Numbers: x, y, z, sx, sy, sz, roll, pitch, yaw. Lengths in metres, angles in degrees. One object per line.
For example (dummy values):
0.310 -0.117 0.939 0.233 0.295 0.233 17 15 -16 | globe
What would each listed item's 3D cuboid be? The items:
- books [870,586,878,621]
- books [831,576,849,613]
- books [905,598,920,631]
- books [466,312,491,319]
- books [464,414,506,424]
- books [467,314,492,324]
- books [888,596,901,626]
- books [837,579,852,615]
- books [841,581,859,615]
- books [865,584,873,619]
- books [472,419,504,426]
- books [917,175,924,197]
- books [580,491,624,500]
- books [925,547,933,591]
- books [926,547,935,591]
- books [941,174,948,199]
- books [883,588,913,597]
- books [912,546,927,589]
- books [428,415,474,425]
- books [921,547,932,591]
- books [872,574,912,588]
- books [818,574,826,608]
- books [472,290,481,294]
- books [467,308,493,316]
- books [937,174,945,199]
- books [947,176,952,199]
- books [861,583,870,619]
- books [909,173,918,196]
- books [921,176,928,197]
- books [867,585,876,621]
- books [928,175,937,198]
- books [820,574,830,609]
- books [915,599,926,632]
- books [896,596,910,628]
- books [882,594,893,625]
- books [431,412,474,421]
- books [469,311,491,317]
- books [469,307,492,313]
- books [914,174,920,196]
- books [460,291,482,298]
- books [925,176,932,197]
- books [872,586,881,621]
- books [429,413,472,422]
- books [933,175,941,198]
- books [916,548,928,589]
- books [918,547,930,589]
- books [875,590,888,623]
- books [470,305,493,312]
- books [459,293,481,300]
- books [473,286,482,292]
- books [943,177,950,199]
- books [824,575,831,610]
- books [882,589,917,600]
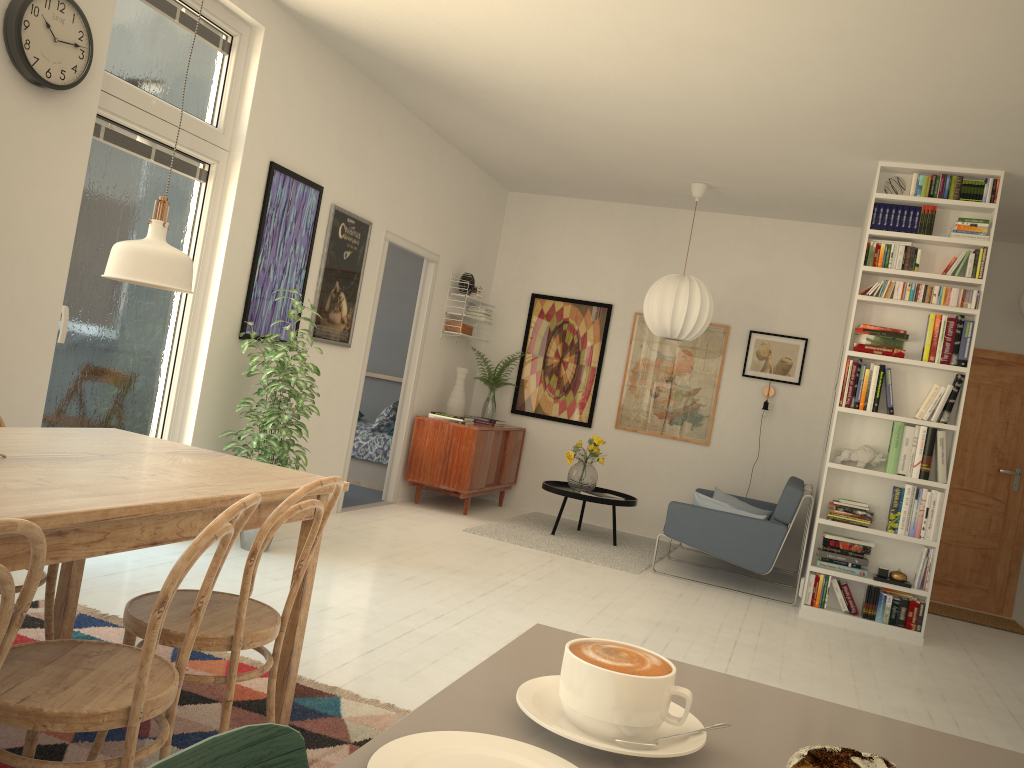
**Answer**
2.253 1.351 5.533 0.015 0.214 0.202 10 0 19 | books
2.065 1.325 5.594 0.135 0.200 0.134 10 0 19 | books
2.458 1.406 5.463 0.056 0.180 0.201 10 0 19 | books
-0.297 -0.615 7.959 0.168 0.021 0.197 10 0 21 | books
-0.264 0.309 7.814 0.368 0.020 0.254 10 0 21 | books
-0.294 -0.585 7.965 0.179 0.037 0.190 10 0 18 | books
2.363 1.397 5.502 0.048 0.163 0.209 10 0 19 | books
2.090 1.333 5.578 0.118 0.192 0.118 10 0 19 | books
2.122 1.343 5.574 0.131 0.188 0.136 10 0 19 | books
2.226 1.346 5.548 0.015 0.214 0.202 10 0 19 | books
-0.282 0.327 7.813 0.371 0.022 0.259 10 0 19 | books
2.559 -1.222 5.576 0.023 0.137 0.161 10 0 19 | books
0.705 0.878 6.901 0.289 0.031 0.200 10 0 -37 | books
2.550 1.130 5.445 0.007 0.257 0.180 10 0 19 | books
2.555 1.131 5.434 0.011 0.256 0.139 10 0 19 | books
2.696 -1.208 5.560 0.012 0.158 0.220 10 0 19 | books
2.380 1.286 5.477 0.165 0.006 0.103 10 0 19 | books
2.513 1.124 5.476 0.034 0.257 0.209 10 0 19 | books
-0.492 0.293 7.233 0.320 0.020 0.237 10 0 15 | books
2.547 1.130 5.459 0.008 0.256 0.184 10 0 19 | books
2.338 1.212 5.461 0.215 0.023 0.130 10 0 19 | books
1.970 1.306 5.639 0.012 0.206 0.193 10 0 19 | books
-0.362 -0.800 7.673 0.155 0.024 0.136 10 0 12 | books
-0.288 -0.647 7.960 0.173 0.023 0.190 10 0 18 | books
2.680 -1.211 5.570 0.024 0.156 0.227 10 0 19 | books
2.721 -1.201 5.547 0.009 0.151 0.208 10 0 19 | books
2.210 1.343 5.546 0.015 0.214 0.202 10 0 19 | books
2.527 -1.234 5.596 0.026 0.149 0.155 10 0 19 | books
2.594 -1.214 5.609 0.025 0.131 0.253 10 0 19 | books
2.236 1.348 5.531 0.015 0.214 0.202 10 0 19 | books
2.626 -1.215 5.564 0.028 0.147 0.192 10 0 19 | books
1.987 1.305 5.635 0.021 0.215 0.174 10 0 19 | books
2.505 1.416 5.466 0.032 0.176 0.230 10 0 19 | books
2.414 1.403 5.499 0.050 0.170 0.221 10 0 19 | books
2.327 1.384 5.515 0.032 0.176 0.222 10 0 19 | books
-0.485 0.262 7.232 0.311 0.015 0.192 10 0 22 | books
-0.290 -0.630 7.975 0.147 0.012 0.195 10 0 16 | books
-0.281 -0.663 7.966 0.153 0.013 0.197 10 0 21 | books
2.551 -1.229 5.606 0.013 0.146 0.208 10 0 19 | books
-0.354 -0.777 7.676 0.158 0.019 0.131 10 0 21 | books
2.610 -1.215 5.589 0.018 0.141 0.206 10 0 19 | books
2.268 1.354 5.534 0.015 0.214 0.202 10 0 19 | books
-0.498 0.275 7.236 0.296 0.015 0.240 10 0 18 | books
2.655 -1.211 5.571 0.024 0.148 0.188 10 0 19 | books
2.522 1.126 5.475 0.030 0.256 0.198 10 0 19 | books
2.520 1.126 5.439 0.033 0.258 0.130 10 0 19 | books
2.295 1.377 5.531 0.044 0.179 0.224 10 0 19 | books
-0.273 -0.676 7.962 0.147 0.016 0.195 10 0 16 | books
-0.366 -0.755 7.676 0.160 0.028 0.146 10 0 16 | books
-0.347 -0.828 7.664 0.178 0.036 0.145 10 0 12 | books
2.705 -1.197 5.545 0.019 0.137 0.201 10 0 19 | books
1.997 1.307 5.615 0.010 0.215 0.193 10 0 19 | books
2.396 1.298 5.490 0.193 0.012 0.130 10 0 19 | books
